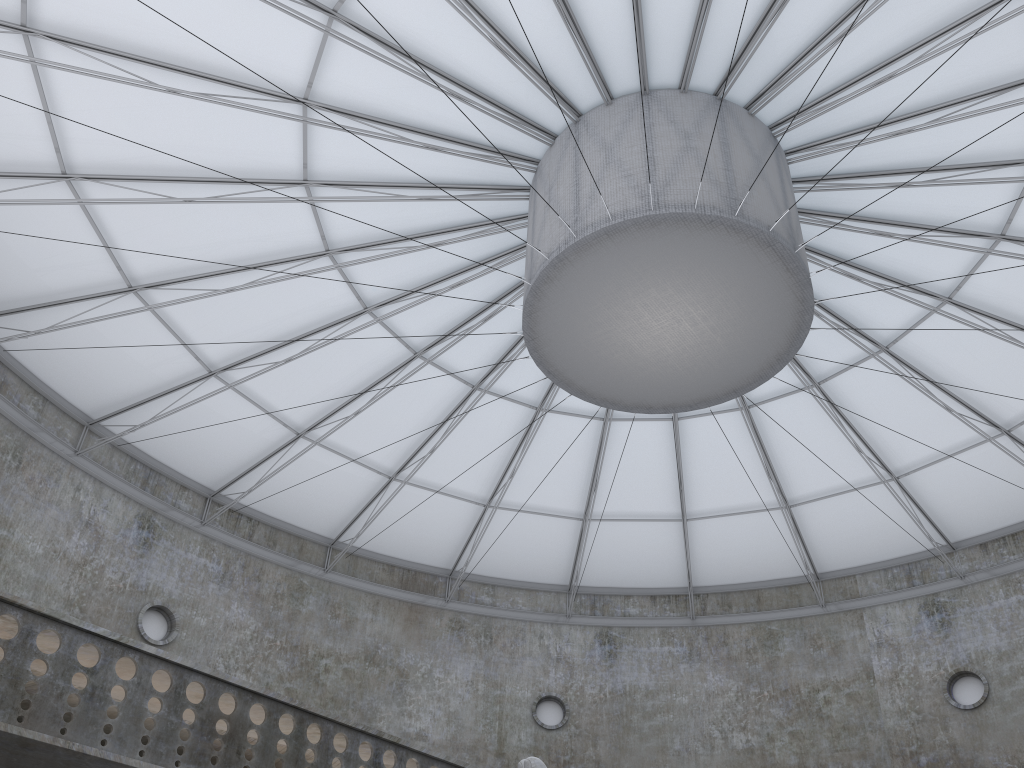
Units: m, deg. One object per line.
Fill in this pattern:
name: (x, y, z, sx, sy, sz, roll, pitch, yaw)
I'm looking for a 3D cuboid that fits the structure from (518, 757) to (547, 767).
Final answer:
structure: (4.643, 7.649, 12.276, 10.713, 5.545, 16.102, 3, -37, 0)
